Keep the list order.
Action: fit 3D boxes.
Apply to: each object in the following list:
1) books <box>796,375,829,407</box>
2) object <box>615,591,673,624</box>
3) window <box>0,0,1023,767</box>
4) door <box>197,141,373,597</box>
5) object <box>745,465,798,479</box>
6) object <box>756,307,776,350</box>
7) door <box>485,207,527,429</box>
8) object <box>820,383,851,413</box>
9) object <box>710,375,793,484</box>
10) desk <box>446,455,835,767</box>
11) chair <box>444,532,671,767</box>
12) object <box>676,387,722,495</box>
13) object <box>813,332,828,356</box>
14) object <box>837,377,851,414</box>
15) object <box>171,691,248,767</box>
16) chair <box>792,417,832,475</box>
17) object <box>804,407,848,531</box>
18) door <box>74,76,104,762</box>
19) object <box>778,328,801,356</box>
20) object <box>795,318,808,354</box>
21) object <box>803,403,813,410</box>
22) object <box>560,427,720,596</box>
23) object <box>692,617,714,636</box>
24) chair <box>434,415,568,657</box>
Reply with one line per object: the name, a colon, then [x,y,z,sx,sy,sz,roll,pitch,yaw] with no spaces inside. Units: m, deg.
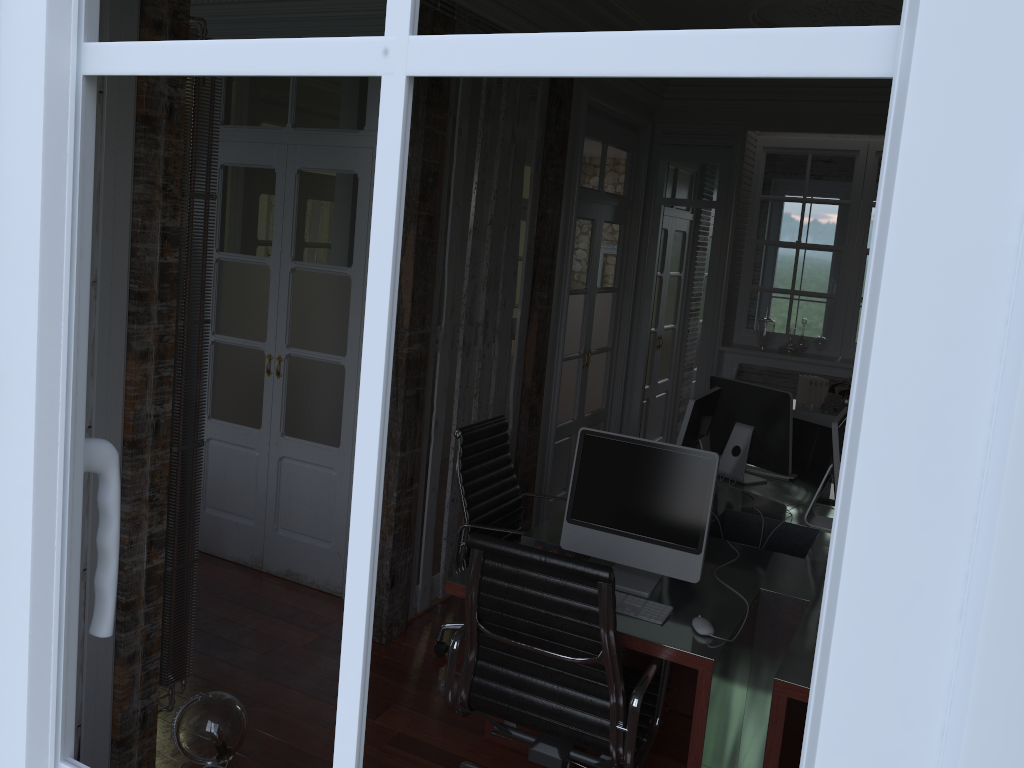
books: [2.069,0.049,6.096,0.150,0.192,0.144,4,8,-8]
object: [0.280,0.671,2.789,0.440,0.017,0.119,10,11,26]
window: [-0.407,0.022,0.728,1.532,1.972,0.128,9,8,26]
door: [-1.186,-0.105,4.466,1.061,2.165,0.041,9,8,26]
object: [1.258,0.442,4.624,0.440,0.017,0.119,10,11,26]
object: [1.739,-0.370,6.085,0.129,0.313,0.130,0,9,-38]
door: [-0.106,-0.557,7.940,0.041,2.072,1.080,8,8,26]
object: [2.188,0.095,5.935,0.383,0.178,0.159,-2,11,-37]
object: [1.162,0.235,4.410,0.189,0.482,0.487,0,10,-38]
desk: [0.901,0.946,3.702,1.305,0.723,2.517,10,10,26]
chair: [0.130,0.909,2.682,0.668,1.016,0.701,10,9,30]
object: [0.845,0.275,4.008,0.190,0.482,0.485,9,9,26]
object: [2.090,-0.259,6.009,0.094,0.187,0.095,5,7,1]
object: [2.189,0.073,5.742,0.128,0.285,0.129,4,7,-7]
object: [-0.982,1.180,2.871,0.235,0.380,0.221,6,7,4]
chair: [1.455,0.677,5.027,0.601,0.913,0.478,0,9,-33]
object: [1.383,0.365,3.768,0.190,0.482,0.485,9,9,26]
door: [-1.467,0.280,2.095,0.041,2.167,1.164,8,8,26]
object: [1.866,-0.273,5.936,0.148,0.199,0.149,6,8,9]
object: [1.971,-0.313,6.014,0.088,0.269,0.088,8,7,21]
object: [1.960,0.151,5.868,0.066,0.040,0.066,3,9,-16]
object: [0.424,0.421,2.948,0.485,0.482,0.190,9,8,26]
object: [0.568,0.717,2.637,0.059,0.028,0.107,4,10,-5]
chair: [0.063,0.712,3.784,0.701,1.016,0.668,8,8,21]
